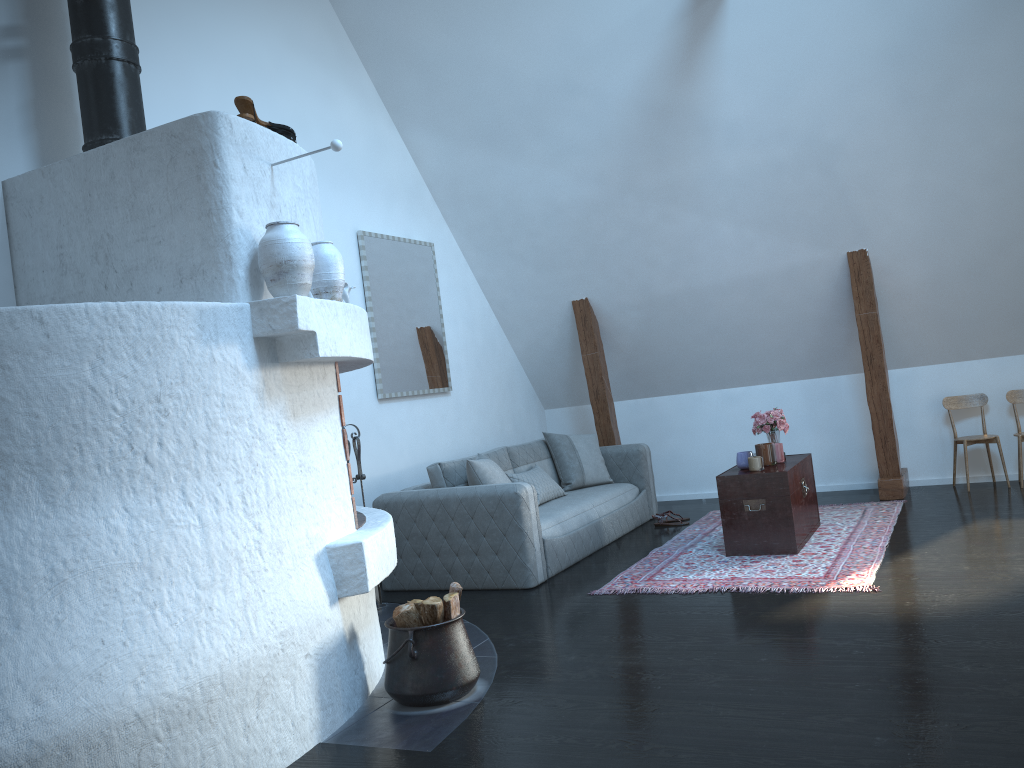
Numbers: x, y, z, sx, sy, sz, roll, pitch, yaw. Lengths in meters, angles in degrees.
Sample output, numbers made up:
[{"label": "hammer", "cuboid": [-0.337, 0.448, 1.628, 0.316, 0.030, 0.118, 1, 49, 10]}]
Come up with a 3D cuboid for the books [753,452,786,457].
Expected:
[{"label": "books", "cuboid": [1.727, 0.491, 6.063, 0.243, 0.034, 0.179, -7, -1, 5]}]

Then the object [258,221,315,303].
[{"label": "object", "cuboid": [-0.836, -0.439, 3.301, 0.203, 0.314, 0.203, -7, -1, 11]}]

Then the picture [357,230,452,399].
[{"label": "picture", "cuboid": [-0.778, -0.508, 6.620, 0.025, 1.185, 0.965, -8, -1, 27]}]

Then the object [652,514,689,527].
[{"label": "object", "cuboid": [1.204, 1.029, 6.744, 0.277, 0.090, 0.101, -7, -1, 16]}]

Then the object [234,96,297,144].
[{"label": "object", "cuboid": [-1.069, -1.043, 3.780, 0.311, 0.094, 0.783, -7, -1, 13]}]

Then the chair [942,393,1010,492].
[{"label": "chair", "cuboid": [3.499, 0.431, 6.697, 0.329, 0.696, 0.342, -7, -1, 10]}]

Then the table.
[{"label": "table", "cuboid": [1.671, 0.755, 5.691, 0.471, 0.492, 0.962, -8, -1, 27]}]

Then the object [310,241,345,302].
[{"label": "object", "cuboid": [-0.746, -0.429, 3.547, 0.158, 0.274, 0.158, -7, -1, -24]}]

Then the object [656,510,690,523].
[{"label": "object", "cuboid": [1.246, 1.026, 6.899, 0.277, 0.090, 0.101, -7, -1, -16]}]

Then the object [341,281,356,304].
[{"label": "object", "cuboid": [-0.718, -0.384, 3.731, 0.064, 0.114, 0.161, -8, -1, 30]}]

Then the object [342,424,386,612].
[{"label": "object", "cuboid": [-1.012, 0.720, 5.218, 0.376, 1.245, 0.376, -7, -1, 7]}]

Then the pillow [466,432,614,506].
[{"label": "pillow", "cuboid": [0.213, 0.636, 6.452, 0.444, 0.515, 2.075, -8, -1, 27]}]

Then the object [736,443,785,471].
[{"label": "object", "cuboid": [1.547, 0.459, 5.610, 0.215, 0.138, 0.413, -8, -1, 39]}]

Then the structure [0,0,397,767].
[{"label": "structure", "cuboid": [-2.179, -0.882, 3.849, 3.049, 4.752, 3.058, -8, -1, 36]}]

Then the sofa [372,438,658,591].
[{"label": "sofa", "cuboid": [0.141, 0.823, 6.477, 1.107, 0.770, 2.458, -8, -1, 27]}]

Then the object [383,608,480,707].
[{"label": "object", "cuboid": [-0.328, 1.084, 3.542, 0.384, 0.313, 0.384, -7, -1, -37]}]

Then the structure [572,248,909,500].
[{"label": "structure", "cuboid": [6.268, -0.562, 5.169, 12.350, 1.963, 1.023, -8, -1, 27]}]

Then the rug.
[{"label": "rug", "cuboid": [1.669, 0.997, 5.673, 1.512, 0.029, 2.647, -8, -1, 27]}]

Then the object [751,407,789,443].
[{"label": "object", "cuboid": [1.724, 0.331, 5.912, 0.235, 0.351, 0.234, -7, -1, -13]}]

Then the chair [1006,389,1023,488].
[{"label": "chair", "cuboid": [3.845, 0.385, 6.496, 0.329, 0.696, 0.342, -8, -1, 29]}]

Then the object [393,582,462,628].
[{"label": "object", "cuboid": [-0.328, 1.001, 3.524, 0.270, 0.370, 0.240, -8, -1, 27]}]
